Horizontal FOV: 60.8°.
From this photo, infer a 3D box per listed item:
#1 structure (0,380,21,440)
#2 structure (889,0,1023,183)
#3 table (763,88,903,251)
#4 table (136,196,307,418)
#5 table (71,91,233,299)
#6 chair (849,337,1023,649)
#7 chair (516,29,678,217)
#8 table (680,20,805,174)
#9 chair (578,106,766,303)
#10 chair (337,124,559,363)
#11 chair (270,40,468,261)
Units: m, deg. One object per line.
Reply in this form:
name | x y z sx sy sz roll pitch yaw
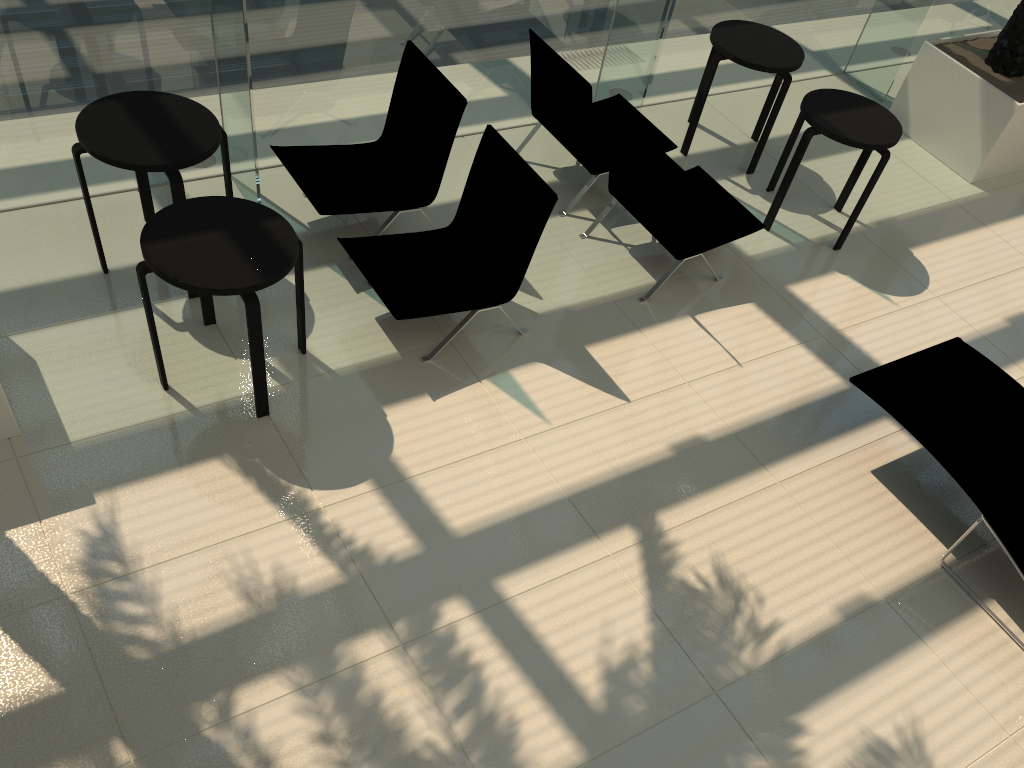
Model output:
structure | -2.629 -2.467 1.243 4.336 7.586 4.548 34 51 18
structure | 4.301 -4.592 4.661 4.306 7.586 4.581 -26 58 -30
table | 2.164 -1.472 6.008 0.681 0.845 0.622 11 48 -2
table | -1.378 -0.368 4.245 0.678 0.845 0.625 18 48 4
table | -1.876 -1.007 4.667 0.678 0.845 0.625 18 48 4
chair | 2.720 0.416 4.261 0.900 1.252 1.917 -21 57 -27
chair | 0.585 -1.790 5.823 0.867 0.961 0.673 -19 55 -26
table | 1.667 -2.111 6.430 0.681 0.845 0.622 11 48 -2
chair | 1.064 -1.175 5.418 0.867 0.961 0.673 -19 55 -26
chair | -0.386 -0.738 4.709 0.867 0.961 0.673 -19 55 -26
chair | -0.864 -1.353 5.115 0.867 0.961 0.673 -19 55 -26
